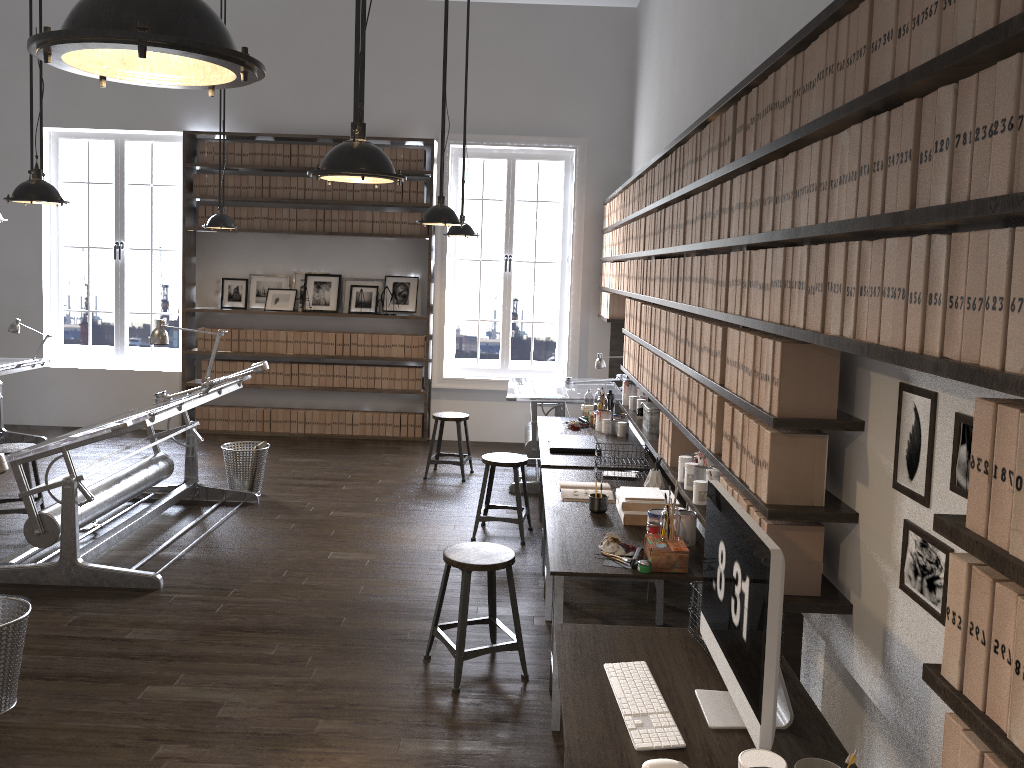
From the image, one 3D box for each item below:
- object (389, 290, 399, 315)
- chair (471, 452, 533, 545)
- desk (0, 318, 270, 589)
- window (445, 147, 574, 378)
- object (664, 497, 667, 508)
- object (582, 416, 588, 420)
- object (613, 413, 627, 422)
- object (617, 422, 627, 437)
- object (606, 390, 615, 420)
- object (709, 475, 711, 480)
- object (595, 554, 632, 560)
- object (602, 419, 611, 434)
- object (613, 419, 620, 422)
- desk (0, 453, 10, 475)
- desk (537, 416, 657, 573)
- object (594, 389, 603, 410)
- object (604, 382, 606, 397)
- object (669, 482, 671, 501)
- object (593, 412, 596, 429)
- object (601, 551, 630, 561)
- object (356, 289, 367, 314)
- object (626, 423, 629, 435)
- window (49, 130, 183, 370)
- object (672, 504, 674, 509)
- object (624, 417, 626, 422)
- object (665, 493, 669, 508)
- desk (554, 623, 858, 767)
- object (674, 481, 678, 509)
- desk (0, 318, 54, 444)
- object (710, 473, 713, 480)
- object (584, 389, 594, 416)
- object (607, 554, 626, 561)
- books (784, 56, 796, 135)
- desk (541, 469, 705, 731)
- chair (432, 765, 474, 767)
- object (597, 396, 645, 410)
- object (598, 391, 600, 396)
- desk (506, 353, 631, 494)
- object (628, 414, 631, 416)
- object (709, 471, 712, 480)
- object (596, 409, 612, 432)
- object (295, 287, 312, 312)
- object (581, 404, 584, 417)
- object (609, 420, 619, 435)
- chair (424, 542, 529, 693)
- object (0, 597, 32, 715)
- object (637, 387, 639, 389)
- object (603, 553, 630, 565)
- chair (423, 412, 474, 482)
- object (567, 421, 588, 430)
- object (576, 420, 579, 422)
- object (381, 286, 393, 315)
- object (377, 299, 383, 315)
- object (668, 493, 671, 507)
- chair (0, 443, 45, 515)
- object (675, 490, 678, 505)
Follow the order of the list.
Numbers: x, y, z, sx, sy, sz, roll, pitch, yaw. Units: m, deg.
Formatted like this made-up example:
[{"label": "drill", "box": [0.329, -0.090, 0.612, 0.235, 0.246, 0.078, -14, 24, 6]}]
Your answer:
[{"label": "object", "box": [-1.186, -0.818, 8.893, 0.110, 0.261, 0.040, 2, 4, 1]}, {"label": "chair", "box": [-0.054, 0.744, 5.837, 0.358, 0.526, 0.373, 3, 5, 9]}, {"label": "desk", "box": [-2.271, 0.259, 5.615, 1.076, 1.380, 2.291, 2, 7, 1]}, {"label": "window", "box": [-0.038, -1.186, 8.881, 1.245, 2.300, 0.154, 2, 4, 1]}, {"label": "object", "box": [0.590, 0.508, 3.363, 0.008, 0.153, 0.038, -2, 6, -40]}, {"label": "object", "box": [0.531, 0.255, 6.451, 0.049, 0.037, 0.049, 2, 6, -3]}, {"label": "object", "box": [0.739, 0.269, 6.071, 0.094, 0.127, 0.095, 2, 5, 4]}, {"label": "object", "box": [0.734, 0.303, 5.909, 0.062, 0.094, 0.062, -3, 7, -40]}, {"label": "object", "box": [0.718, 0.160, 6.493, 0.068, 0.229, 0.069, 2, 5, -2]}, {"label": "object", "box": [0.853, 0.440, 3.771, 0.035, 0.104, 0.004, 2, 4, -1]}, {"label": "object", "box": [0.388, 0.658, 3.383, 0.157, 0.006, 0.006, 5, 7, 21]}, {"label": "object", "box": [0.644, 0.286, 6.012, 0.062, 0.094, 0.062, 7, 7, 41]}, {"label": "object", "box": [0.706, 0.288, 6.011, 0.044, 0.100, 0.045, 2, 5, 0]}, {"label": "desk", "box": [-2.319, 0.690, 2.272, 1.076, 1.380, 2.079, 2, 6, 1]}, {"label": "desk", "box": [0.492, 0.690, 5.830, 0.655, 0.666, 1.677, 2, 7, 1]}, {"label": "object", "box": [0.634, 0.153, 6.493, 0.068, 0.236, 0.069, 2, 5, -2]}, {"label": "object", "box": [0.655, 0.097, 6.305, 0.021, 0.227, 0.007, 3, 5, 12]}, {"label": "object", "box": [0.598, 0.482, 3.370, 0.007, 0.213, 0.055, 3, 5, 7]}, {"label": "object", "box": [0.594, 0.257, 6.188, 0.049, 0.111, 0.050, 2, 5, -3]}, {"label": "object", "box": [0.394, 0.656, 3.378, 0.011, 0.017, 0.172, -1, 8, -31]}, {"label": "object", "box": [-1.508, -0.824, 8.860, 0.124, 0.259, 0.040, 2, 4, 1]}, {"label": "object", "box": [0.765, 0.303, 5.991, 0.054, 0.080, 0.054, 2, 5, 1]}, {"label": "window", "box": [-3.997, -1.335, 9.047, 1.482, 2.487, 0.154, 2, 4, 1]}, {"label": "object", "box": [0.603, 0.520, 3.345, 0.011, 0.135, 0.005, 4, 5, 21]}, {"label": "object", "box": [0.758, 0.275, 5.974, 0.005, 0.117, 0.036, 2, 5, -5]}, {"label": "object", "box": [0.595, 0.497, 3.353, 0.008, 0.185, 0.071, 6, 6, 43]}, {"label": "desk", "box": [0.437, 1.192, 1.936, 0.655, 0.666, 1.677, 2, 7, 1]}, {"label": "object", "box": [0.613, 0.477, 3.351, 0.020, 0.227, 0.007, 5, 5, 32]}, {"label": "desk", "box": [-4.568, 0.029, 7.556, 1.171, 1.184, 1.275, 2, 6, 1]}, {"label": "object", "box": [0.855, 0.434, 3.750, 0.036, 0.119, 0.005, 2, 4, -3]}, {"label": "object", "box": [0.562, 0.154, 6.494, 0.068, 0.229, 0.069, 2, 5, -2]}, {"label": "object", "box": [0.399, 0.664, 3.385, 0.008, 0.006, 0.119, -3, 9, -40]}, {"label": "books", "box": [0.892, -0.830, 2.578, 0.174, 0.225, 0.067, 2, 5, 1]}, {"label": "desk", "box": [0.467, 0.917, 4.071, 0.655, 0.666, 1.677, 2, 7, 1]}, {"label": "chair", "box": [-0.150, 1.229, 2.063, 0.372, 0.526, 0.360, -1, 6, -31]}, {"label": "object", "box": [0.768, 0.150, 6.259, 0.345, 0.145, 0.077, 5, 6, 23]}, {"label": "object", "box": [0.632, 0.128, 6.313, 0.037, 0.153, 0.005, 2, 4, -4]}, {"label": "desk", "box": [0.492, 0.262, 7.443, 1.071, 1.093, 1.275, 2, 6, 1]}, {"label": "object", "box": [0.908, 0.165, 5.996, 0.236, 0.161, 0.107, -2, 7, -34]}, {"label": "object", "box": [0.847, 0.434, 3.755, 0.029, 0.135, 0.004, 2, 4, -4]}, {"label": "object", "box": [0.633, 0.253, 6.120, 0.104, 0.141, 0.105, 1, 6, -7]}, {"label": "object", "box": [-2.086, -0.844, 8.854, 0.174, 0.259, 0.040, 2, 4, 1]}, {"label": "object", "box": [0.548, 0.206, 6.569, 0.068, 0.104, 0.068, 2, 5, 5]}, {"label": "object", "box": [0.687, 0.295, 5.956, 0.063, 0.093, 0.063, -3, 7, -40]}, {"label": "chair", "box": [-0.151, 0.995, 3.870, 0.358, 0.526, 0.373, -1, 6, -26]}, {"label": "object", "box": [-2.035, 1.061, 3.386, 0.353, 0.376, 0.354, 4, 6, 22]}, {"label": "object", "box": [0.929, 0.090, 6.415, 0.051, 0.139, 0.050, 2, 5, -2]}, {"label": "object", "box": [0.398, 0.666, 3.366, 0.005, 0.005, 0.158, -2, 8, -33]}, {"label": "chair", "box": [-0.521, 0.520, 7.448, 0.358, 0.526, 0.373, 3, 5, 9]}, {"label": "object", "box": [0.444, 0.280, 6.210, 0.132, 0.050, 0.197, 6, 8, 30]}, {"label": "object", "box": [0.436, 0.277, 6.320, 0.011, 0.017, 0.172, 5, 8, 32]}, {"label": "object", "box": [-1.255, -0.838, 8.864, 0.118, 0.303, 0.040, 2, 4, 1]}, {"label": "object", "box": [-1.318, -0.766, 8.835, 0.066, 0.165, 0.040, 2, 5, 1]}, {"label": "object", "box": [0.587, 0.500, 3.354, 0.021, 0.179, 0.005, 4, 5, 20]}, {"label": "chair", "box": [-3.178, 0.665, 5.624, 0.371, 0.526, 0.360, 0, 6, -21]}, {"label": "object", "box": [0.611, 0.495, 3.363, 0.006, 0.181, 0.053, 6, 6, 43]}]
